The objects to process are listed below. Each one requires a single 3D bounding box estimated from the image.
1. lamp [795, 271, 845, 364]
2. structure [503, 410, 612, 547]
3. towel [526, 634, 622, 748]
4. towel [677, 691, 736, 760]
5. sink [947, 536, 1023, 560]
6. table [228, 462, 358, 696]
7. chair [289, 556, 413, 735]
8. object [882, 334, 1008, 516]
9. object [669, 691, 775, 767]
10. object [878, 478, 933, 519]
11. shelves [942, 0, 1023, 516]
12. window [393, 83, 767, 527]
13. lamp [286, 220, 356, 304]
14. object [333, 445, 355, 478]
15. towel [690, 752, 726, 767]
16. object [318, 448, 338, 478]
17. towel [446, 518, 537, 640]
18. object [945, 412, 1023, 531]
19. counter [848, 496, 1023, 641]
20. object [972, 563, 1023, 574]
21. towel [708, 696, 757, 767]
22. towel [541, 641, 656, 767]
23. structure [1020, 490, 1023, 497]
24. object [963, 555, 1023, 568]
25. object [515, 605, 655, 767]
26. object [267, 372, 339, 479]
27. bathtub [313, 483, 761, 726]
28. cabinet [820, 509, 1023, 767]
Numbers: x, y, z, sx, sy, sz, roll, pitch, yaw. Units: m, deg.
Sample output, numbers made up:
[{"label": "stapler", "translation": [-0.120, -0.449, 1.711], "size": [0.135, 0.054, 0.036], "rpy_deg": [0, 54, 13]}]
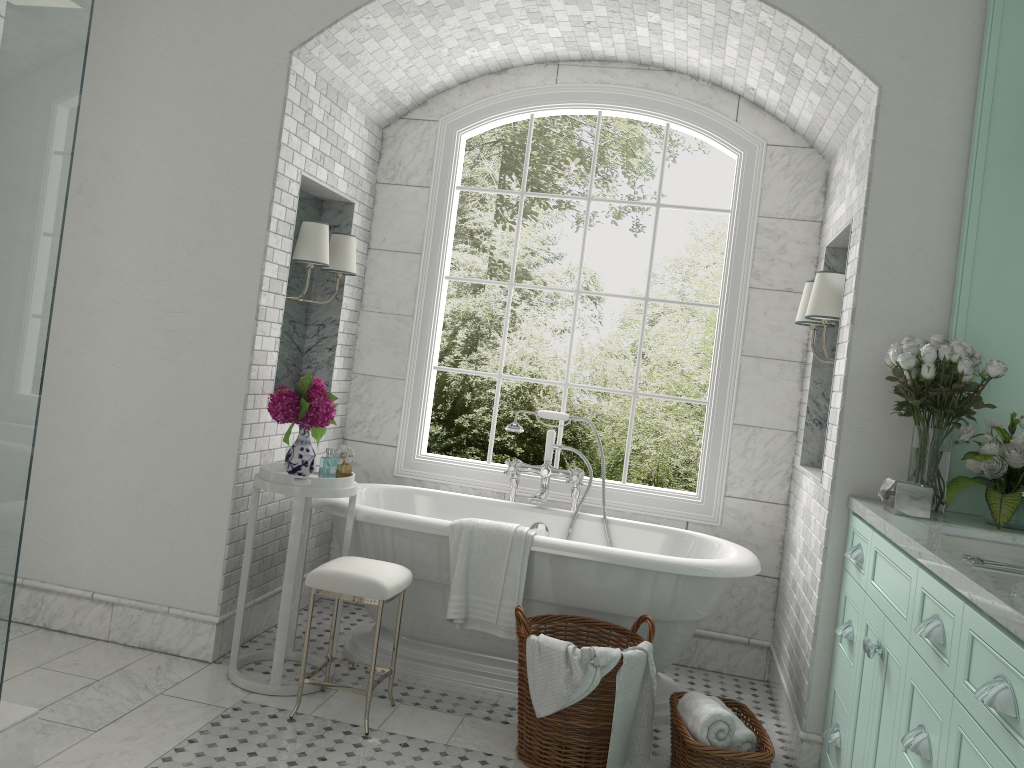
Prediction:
[{"label": "lamp", "translation": [1.470, -0.286, 4.032], "size": [0.309, 0.383, 0.547], "rpy_deg": [7, 1, 11]}, {"label": "structure", "translation": [0.233, 0.800, 4.580], "size": [0.780, 1.286, 0.339], "rpy_deg": [7, -1, 22]}, {"label": "towel", "translation": [0.230, 1.157, 3.336], "size": [0.400, 0.439, 0.483], "rpy_deg": [7, 0, 12]}, {"label": "towel", "translation": [0.709, 1.261, 3.268], "size": [0.149, 0.212, 0.321], "rpy_deg": [7, 1, -6]}, {"label": "sink", "translation": [1.464, 0.544, 2.639], "size": [0.347, 0.079, 0.602], "rpy_deg": [7, 1, 11]}, {"label": "table", "translation": [-0.954, 0.828, 3.894], "size": [0.448, 0.907, 0.450], "rpy_deg": [7, -1, -27]}, {"label": "chair", "translation": [-0.644, 1.030, 3.596], "size": [0.371, 0.603, 0.366], "rpy_deg": [7, 0, 11]}, {"label": "object", "translation": [1.521, 0.146, 3.190], "size": [0.392, 0.654, 0.355], "rpy_deg": [7, 0, 23]}, {"label": "object", "translation": [0.762, 1.386, 3.319], "size": [0.345, 0.261, 0.550], "rpy_deg": [7, 1, 2]}, {"label": "object", "translation": [1.355, 0.392, 3.071], "size": [0.147, 0.113, 0.136], "rpy_deg": [7, 0, 7]}, {"label": "shelves", "translation": [1.677, -0.553, 1.975], "size": [0.465, 2.124, 2.806], "rpy_deg": [7, 1, 11]}, {"label": "window", "translation": [0.370, -0.513, 4.950], "size": [1.833, 2.325, 0.118], "rpy_deg": [7, -1, 11]}, {"label": "lamp", "translation": [-1.012, -0.611, 4.535], "size": [0.309, 0.383, 0.547], "rpy_deg": [7, 1, 11]}, {"label": "object", "translation": [-0.740, 0.356, 3.933], "size": [0.085, 0.168, 0.097], "rpy_deg": [7, 0, 32]}, {"label": "towel", "translation": [0.711, 1.412, 3.272], "size": [0.153, 0.163, 0.311], "rpy_deg": [7, 1, 1]}, {"label": "object", "translation": [-0.797, 0.358, 3.848], "size": [0.059, 0.154, 0.085], "rpy_deg": [7, -1, 31]}, {"label": "towel", "translation": [-0.099, 0.827, 3.876], "size": [0.375, 0.463, 0.452], "rpy_deg": [7, 0, 13]}, {"label": "object", "translation": [1.746, 0.302, 3.072], "size": [0.394, 0.403, 0.452], "rpy_deg": [7, 0, 13]}, {"label": "counter", "translation": [1.444, 0.441, 1.986], "size": [0.824, 0.181, 2.804], "rpy_deg": [7, 1, 11]}, {"label": "object", "translation": [1.202, 0.449, 2.140], "size": [0.167, 0.005, 0.020], "rpy_deg": [8, 1, 16]}, {"label": "towel", "translation": [0.813, 1.319, 3.354], "size": [0.164, 0.186, 0.313], "rpy_deg": [7, 1, -19]}, {"label": "towel", "translation": [0.286, 1.185, 3.385], "size": [0.381, 0.469, 0.461], "rpy_deg": [7, 0, -40]}, {"label": "structure", "translation": [1.625, 0.391, 2.604], "size": [0.234, 0.205, 0.103], "rpy_deg": [7, 0, 0]}, {"label": "object", "translation": [1.228, 0.451, 2.235], "size": [0.175, 0.007, 0.075], "rpy_deg": [7, 1, 3]}, {"label": "object", "translation": [0.249, 1.164, 3.428], "size": [0.520, 0.571, 0.518], "rpy_deg": [7, 0, 43]}, {"label": "object", "translation": [-0.932, 0.179, 3.938], "size": [0.333, 0.472, 0.295], "rpy_deg": [7, 0, 13]}, {"label": "bathtub", "translation": [0.040, 1.020, 4.242], "size": [2.167, 0.758, 0.940], "rpy_deg": [7, 1, 11]}, {"label": "cabinet", "translation": [1.345, 1.069, 1.978], "size": [0.864, 1.098, 2.795], "rpy_deg": [7, 1, 11]}]
